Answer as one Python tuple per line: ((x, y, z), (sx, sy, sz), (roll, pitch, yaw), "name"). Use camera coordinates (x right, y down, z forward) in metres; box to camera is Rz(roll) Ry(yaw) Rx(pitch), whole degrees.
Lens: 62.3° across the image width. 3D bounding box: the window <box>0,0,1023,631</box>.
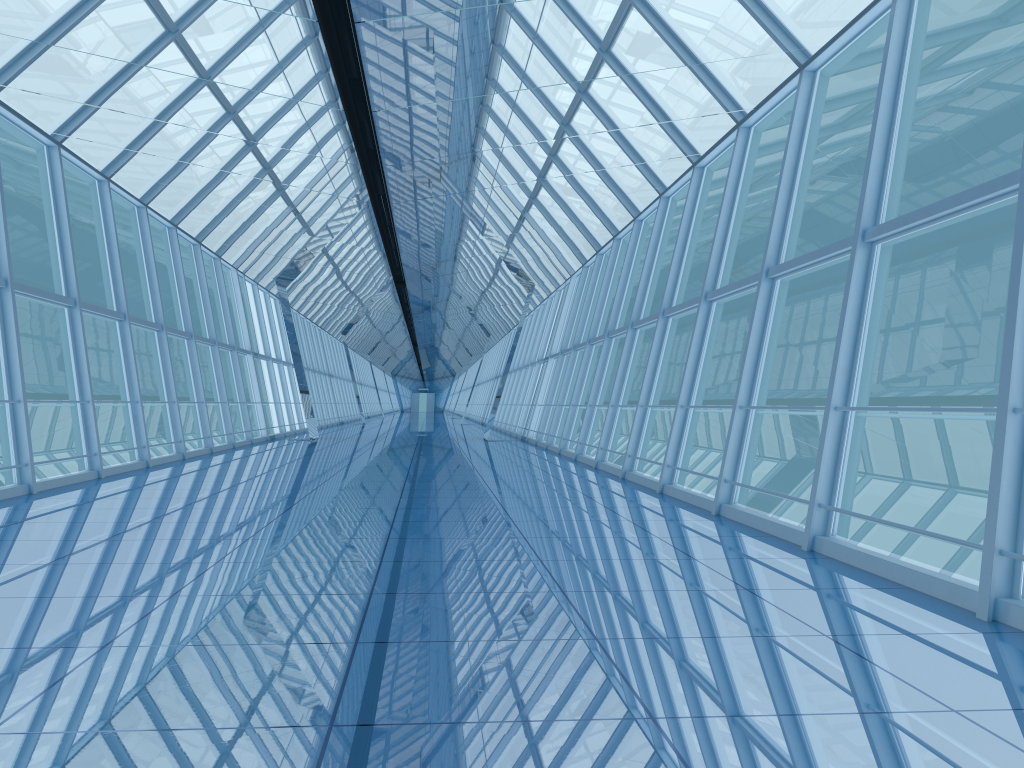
((-5.667, -0.233, 50.640), (9.918, 4.944, 105.353), (1, -1, -6), "window")
